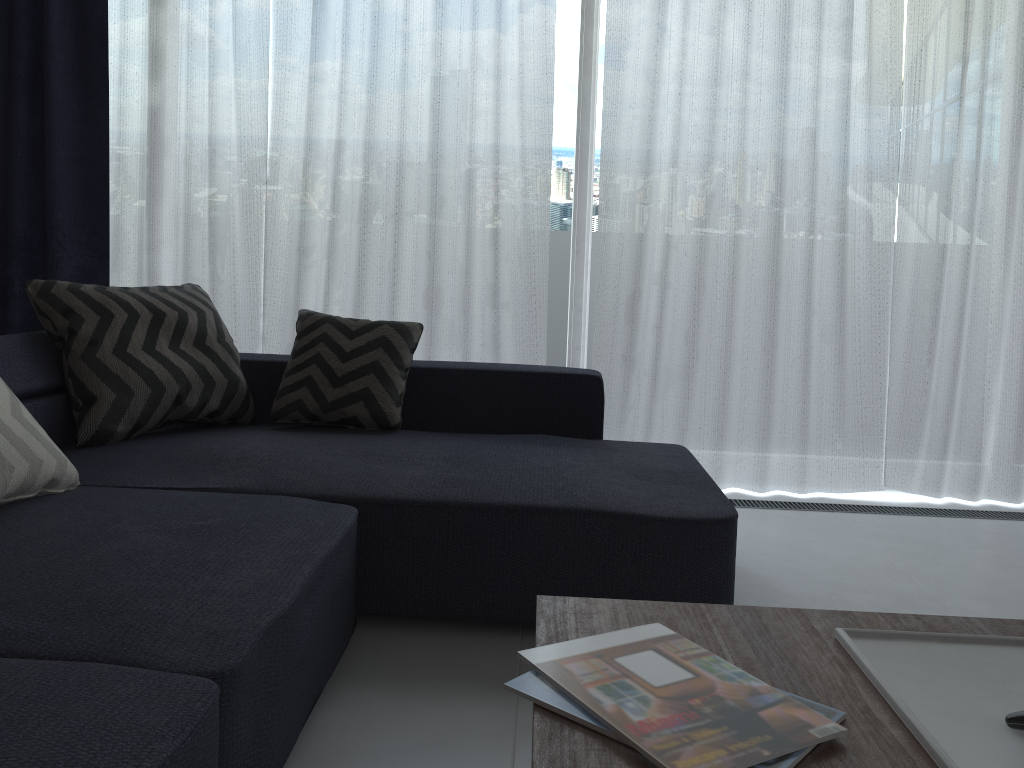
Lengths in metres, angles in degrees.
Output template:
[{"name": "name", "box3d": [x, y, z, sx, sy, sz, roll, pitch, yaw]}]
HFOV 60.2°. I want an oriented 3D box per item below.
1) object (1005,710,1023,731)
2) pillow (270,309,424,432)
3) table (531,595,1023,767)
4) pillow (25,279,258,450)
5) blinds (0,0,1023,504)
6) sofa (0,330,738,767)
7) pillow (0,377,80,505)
[{"name": "object", "box3d": [0.549, 0.356, 0.891, 0.071, 0.036, 0.113, 4, 7, 15]}, {"name": "pillow", "box3d": [-0.508, -0.047, 2.726, 0.415, 0.343, 0.288, 3, 4, 7]}, {"name": "table", "box3d": [0.412, 0.538, 0.885, 0.805, 0.350, 0.806, 2, 6, 2]}, {"name": "pillow", "box3d": [-1.062, -0.040, 2.589, 0.356, 0.516, 0.600, 5, 6, 32]}, {"name": "blinds", "box3d": [0.121, -0.659, 0.705, 7.136, 2.759, 5.837, 3, 6, 6]}, {"name": "sofa", "box3d": [-0.450, 0.296, 1.544, 1.899, 0.605, 2.892, 2, 7, 2]}, {"name": "pillow", "box3d": [-1.097, 0.059, 1.660, 0.342, 0.386, 0.498, 2, 5, 2]}]
